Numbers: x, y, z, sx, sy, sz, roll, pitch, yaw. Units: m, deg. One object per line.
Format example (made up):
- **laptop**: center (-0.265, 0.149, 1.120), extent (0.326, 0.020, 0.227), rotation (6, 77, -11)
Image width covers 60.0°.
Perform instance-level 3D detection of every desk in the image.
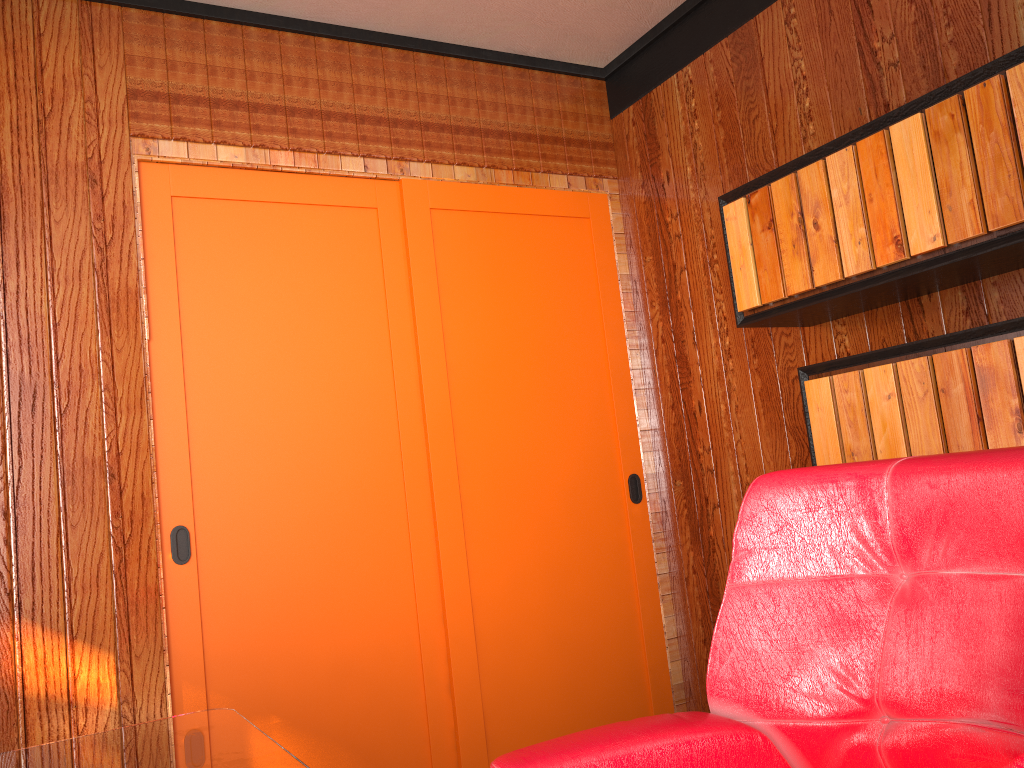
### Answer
- **desk**: center (-0.539, 0.785, 0.517), extent (1.150, 0.632, 1.900), rotation (-3, -8, -29)

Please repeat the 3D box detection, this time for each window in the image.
- **window**: center (-0.271, 0.300, 2.959), extent (1.837, 2.164, 0.070), rotation (-3, -8, -29)

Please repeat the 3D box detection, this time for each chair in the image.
- **chair**: center (0.407, 0.568, 0.950), extent (0.839, 0.956, 0.621), rotation (-3, -8, -29)

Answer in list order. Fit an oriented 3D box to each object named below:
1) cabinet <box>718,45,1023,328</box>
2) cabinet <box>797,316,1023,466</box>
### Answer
- **cabinet**: center (1.142, -0.488, 1.924), extent (0.321, 0.390, 1.653), rotation (-3, -8, -29)
- **cabinet**: center (1.299, 0.015, 1.690), extent (0.321, 0.390, 1.653), rotation (-3, -8, -29)
